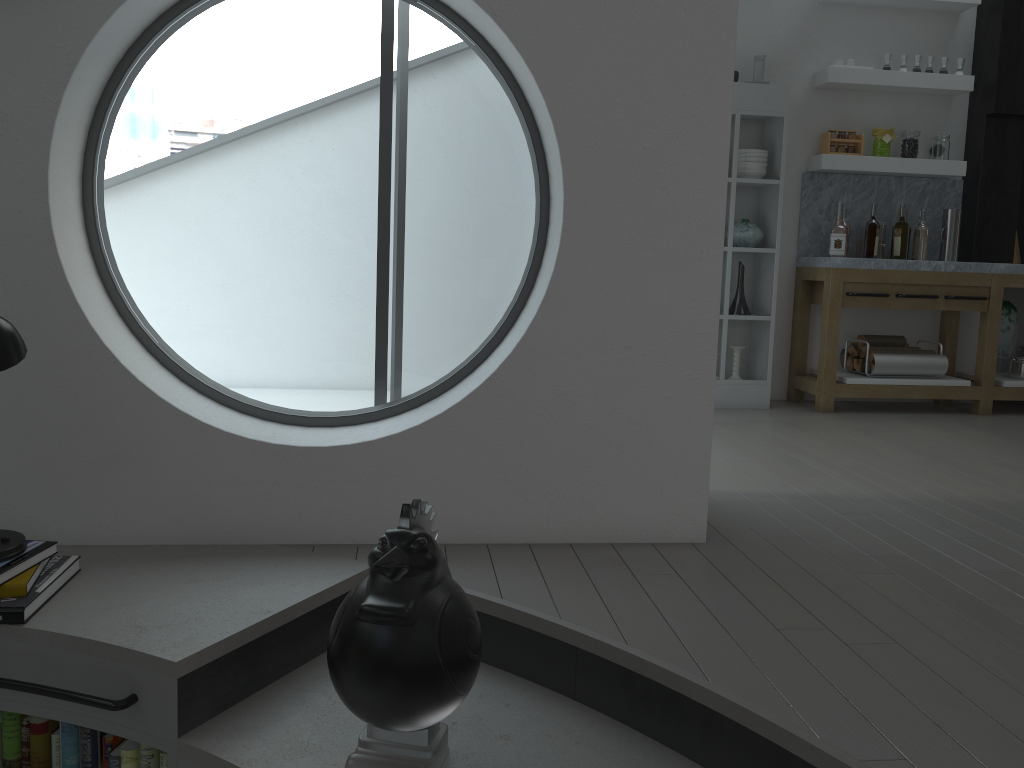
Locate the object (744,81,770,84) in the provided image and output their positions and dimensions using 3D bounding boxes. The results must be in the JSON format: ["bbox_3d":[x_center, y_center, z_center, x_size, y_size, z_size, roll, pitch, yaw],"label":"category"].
[{"bbox_3d":[1.533,-1.850,5.538,0.151,0.024,0.296,4,8,17],"label":"object"}]

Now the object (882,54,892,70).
[{"bbox_3d":[2.413,-2.059,5.701,0.068,0.124,0.064,0,7,-13],"label":"object"}]

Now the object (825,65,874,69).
[{"bbox_3d":[2.160,-2.013,5.680,0.295,0.024,0.113,1,8,-7],"label":"object"}]

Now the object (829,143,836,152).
[{"bbox_3d":[2.065,-1.523,5.738,0.059,0.075,0.059,4,7,16],"label":"object"}]

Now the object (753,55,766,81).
[{"bbox_3d":[1.554,-1.953,5.576,0.071,0.210,0.072,4,7,16],"label":"object"}]

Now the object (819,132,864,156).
[{"bbox_3d":[2.134,-1.545,5.742,0.237,0.145,0.121,1,7,-7],"label":"object"}]

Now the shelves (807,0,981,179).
[{"bbox_3d":[4.664,-1.863,6.321,5.549,1.357,0.481,0,7,-12],"label":"shelves"}]

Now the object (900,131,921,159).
[{"bbox_3d":[2.594,-1.554,5.781,0.120,0.182,0.121,3,7,8],"label":"object"}]

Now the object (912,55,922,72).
[{"bbox_3d":[2.610,-2.054,5.710,0.068,0.124,0.064,0,7,-13],"label":"object"}]

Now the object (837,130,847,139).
[{"bbox_3d":[2.134,-1.607,5.736,0.059,0.075,0.059,4,7,16],"label":"object"}]

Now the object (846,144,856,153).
[{"bbox_3d":[2.198,-1.520,5.754,0.059,0.075,0.059,4,7,16],"label":"object"}]

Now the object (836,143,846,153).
[{"bbox_3d":[2.131,-1.522,5.746,0.059,0.075,0.059,4,7,16],"label":"object"}]

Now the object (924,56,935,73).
[{"bbox_3d":[2.702,-2.054,5.735,0.068,0.124,0.064,0,7,-13],"label":"object"}]

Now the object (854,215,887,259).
[{"bbox_3d":[2.334,-0.955,5.768,0.184,0.285,0.184,4,7,17],"label":"object"}]

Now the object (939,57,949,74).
[{"bbox_3d":[2.795,-2.051,5.738,0.068,0.124,0.064,0,7,-13],"label":"object"}]

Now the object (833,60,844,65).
[{"bbox_3d":[2.086,-2.037,5.670,0.058,0.061,0.057,1,7,-7],"label":"object"}]

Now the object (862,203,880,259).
[{"bbox_3d":[2.264,-0.955,5.577,0.092,0.358,0.093,5,7,27],"label":"object"}]

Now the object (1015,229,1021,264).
[{"bbox_3d":[3.544,-1.052,6.284,0.148,0.426,0.078,5,7,28],"label":"object"}]

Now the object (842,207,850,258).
[{"bbox_3d":[2.143,-0.975,5.739,0.085,0.330,0.086,2,6,1],"label":"object"}]

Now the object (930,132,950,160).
[{"bbox_3d":[2.807,-1.548,5.809,0.103,0.177,0.208,4,7,15],"label":"object"}]

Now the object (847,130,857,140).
[{"bbox_3d":[2.201,-1.606,5.744,0.059,0.075,0.059,4,7,16],"label":"object"}]

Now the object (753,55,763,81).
[{"bbox_3d":[1.521,-1.933,5.476,0.054,0.195,0.054,4,7,18],"label":"object"}]

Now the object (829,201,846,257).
[{"bbox_3d":[2.077,-0.979,5.639,0.088,0.358,0.086,4,7,14],"label":"object"}]

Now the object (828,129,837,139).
[{"bbox_3d":[2.068,-1.608,5.728,0.059,0.075,0.059,4,7,16],"label":"object"}]

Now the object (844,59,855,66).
[{"bbox_3d":[2.160,-2.040,5.677,0.054,0.071,0.054,1,7,-8],"label":"object"}]

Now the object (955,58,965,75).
[{"bbox_3d":[2.906,-2.049,5.751,0.068,0.124,0.064,0,7,-13],"label":"object"}]

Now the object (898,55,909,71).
[{"bbox_3d":[2.523,-2.057,5.715,0.068,0.124,0.064,0,7,-13],"label":"object"}]

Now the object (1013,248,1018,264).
[{"bbox_3d":[3.440,-0.986,6.128,0.081,0.335,0.148,0,7,-17],"label":"object"}]

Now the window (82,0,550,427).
[{"bbox_3d":[-0.609,-0.592,2.878,1.470,1.465,0.104,1,6,-7],"label":"window"}]

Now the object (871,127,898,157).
[{"bbox_3d":[2.396,-1.565,5.754,0.163,0.198,0.128,1,7,-12],"label":"object"}]

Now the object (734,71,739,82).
[{"bbox_3d":[1.227,-1.859,5.496,0.298,0.119,0.300,1,8,-7],"label":"object"}]
